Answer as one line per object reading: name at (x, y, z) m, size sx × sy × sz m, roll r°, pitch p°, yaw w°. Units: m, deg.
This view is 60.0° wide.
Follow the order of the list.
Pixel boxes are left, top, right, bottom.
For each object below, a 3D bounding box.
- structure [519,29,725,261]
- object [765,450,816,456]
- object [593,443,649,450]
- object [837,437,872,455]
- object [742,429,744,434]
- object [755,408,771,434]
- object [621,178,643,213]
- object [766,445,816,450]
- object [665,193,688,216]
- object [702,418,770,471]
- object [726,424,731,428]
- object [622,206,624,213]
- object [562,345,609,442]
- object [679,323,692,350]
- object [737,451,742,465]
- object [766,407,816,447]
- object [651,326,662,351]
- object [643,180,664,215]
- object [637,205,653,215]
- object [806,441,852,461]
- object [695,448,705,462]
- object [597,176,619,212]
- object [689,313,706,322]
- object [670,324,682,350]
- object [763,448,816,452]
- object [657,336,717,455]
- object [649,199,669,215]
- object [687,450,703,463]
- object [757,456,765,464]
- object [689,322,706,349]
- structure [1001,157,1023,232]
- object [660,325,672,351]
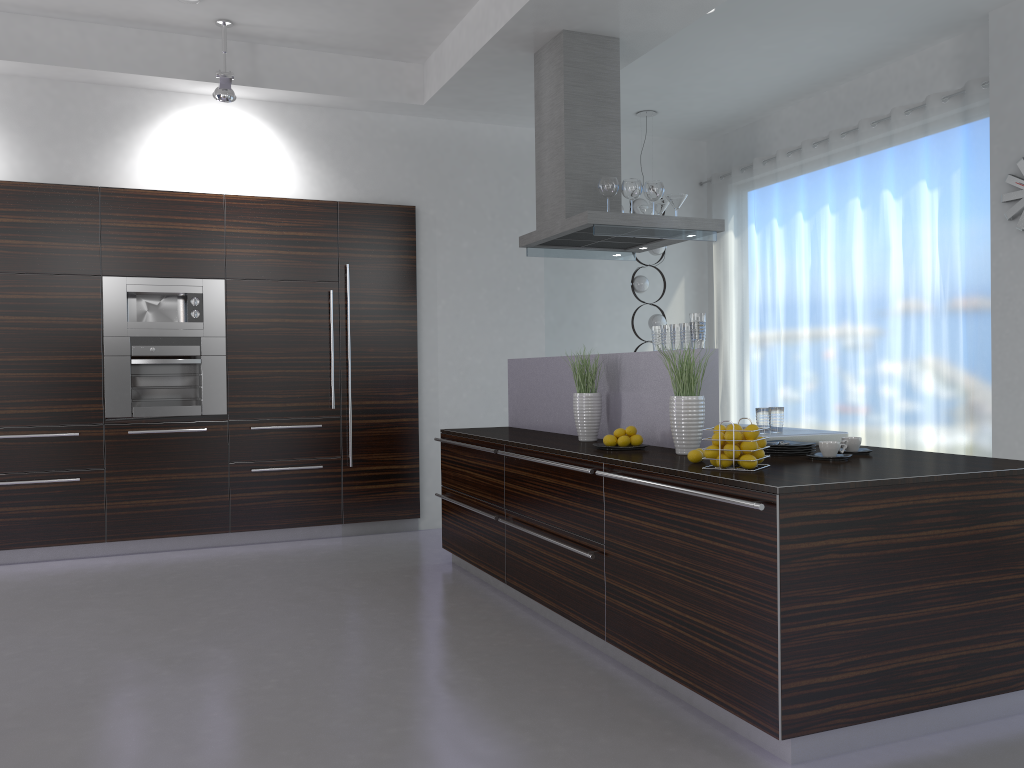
structure at (0.648, -1.455, 5.530) m, size 0.915 × 1.231 × 0.981 m, roll -1°, pitch 1°, yaw -22°
object at (1.123, 0.283, 3.693) m, size 0.232 × 0.020 × 0.232 m, roll -1°, pitch 1°, yaw -14°
object at (0.496, 0.285, 4.047) m, size 0.232 × 0.020 × 0.232 m, roll -1°, pitch 1°, yaw -14°
object at (1.404, 0.255, 3.665) m, size 0.153 × 0.069 × 0.153 m, roll -1°, pitch 1°, yaw 11°
object at (0.855, 0.188, 3.233) m, size 0.063 × 0.051 × 0.053 m, roll -1°, pitch 1°, yaw 23°
object at (1.160, 0.170, 4.091) m, size 0.071 × 0.119 × 0.072 m, roll -1°, pitch 1°, yaw -22°
object at (0.699, -1.077, 5.168) m, size 0.125 × 0.221 × 0.125 m, roll -1°, pitch 1°, yaw 2°
object at (1.123, 0.263, 3.692) m, size 0.232 × 0.020 × 0.232 m, roll -1°, pitch 1°, yaw -19°
object at (1.002, -1.060, 5.401) m, size 0.137 × 0.174 × 0.137 m, roll 0°, pitch 1°, yaw 33°
object at (0.805, 0.213, 3.184) m, size 0.189 × 0.174 × 0.207 m, roll 0°, pitch 1°, yaw 33°
object at (0.809, 0.176, 3.261) m, size 0.057 × 0.060 × 0.052 m, roll -1°, pitch 1°, yaw -34°
object at (0.688, -1.085, 5.935) m, size 0.125 × 0.221 × 0.125 m, roll -1°, pitch 1°, yaw 2°
object at (0.360, 0.040, 4.533) m, size 0.247 × 0.502 × 0.269 m, roll -1°, pitch 1°, yaw -22°
object at (0.791, -0.214, 3.998) m, size 0.071 × 0.119 × 0.072 m, roll -1°, pitch 1°, yaw 18°
object at (0.831, 0.269, 3.245) m, size 0.053 × 0.053 × 0.061 m, roll -1°, pitch 1°, yaw 20°
object at (1.130, 0.187, 3.880) m, size 0.269 × 0.147 × 0.646 m, roll -1°, pitch 1°, yaw 2°
object at (0.699, -0.215, 4.222) m, size 0.072 × 0.119 × 0.071 m, roll 0°, pitch 1°, yaw 28°
object at (0.835, -1.079, 5.224) m, size 0.125 × 0.221 × 0.125 m, roll -1°, pitch 1°, yaw 2°
object at (0.877, -1.062, 5.745) m, size 0.137 × 0.174 × 0.137 m, roll 0°, pitch 1°, yaw 33°
object at (1.234, 0.260, 3.451) m, size 0.153 × 0.069 × 0.153 m, roll 0°, pitch 1°, yaw 41°
object at (0.725, 0.274, 3.422) m, size 0.053 × 0.051 × 0.063 m, roll 0°, pitch 1°, yaw 36°
object at (0.554, -1.074, 5.107) m, size 0.125 × 0.221 × 0.125 m, roll -1°, pitch 1°, yaw 2°
object at (0.822, -0.252, 3.923) m, size 0.071 × 0.119 × 0.072 m, roll -1°, pitch 1°, yaw 18°
object at (0.761, -0.214, 4.073) m, size 0.071 × 0.119 × 0.072 m, roll -1°, pitch 1°, yaw 18°
object at (1.123, 0.273, 3.692) m, size 0.232 × 0.020 × 0.232 m, roll -1°, pitch 1°, yaw -14°
object at (0.722, 0.045, 3.720) m, size 0.269 × 0.502 × 0.247 m, roll -1°, pitch 1°, yaw 21°
object at (0.930, -1.061, 5.576) m, size 0.137 × 0.174 × 0.137 m, roll 0°, pitch 1°, yaw 33°
object at (0.695, 0.275, 3.365) m, size 0.053 × 0.051 × 0.063 m, roll -1°, pitch 1°, yaw -19°
object at (0.885, 0.267, 3.219) m, size 0.061 × 0.053 × 0.053 m, roll -1°, pitch 1°, yaw 23°
object at (0.822, -0.213, 3.924) m, size 0.071 × 0.119 × 0.072 m, roll -1°, pitch 1°, yaw 18°
structure at (3.208, -1.175, 5.397) m, size 0.076 × 0.505 × 0.505 m, roll -1°, pitch 1°, yaw -22°
object at (0.730, -0.215, 4.148) m, size 0.071 × 0.119 × 0.072 m, roll -1°, pitch 1°, yaw 18°
